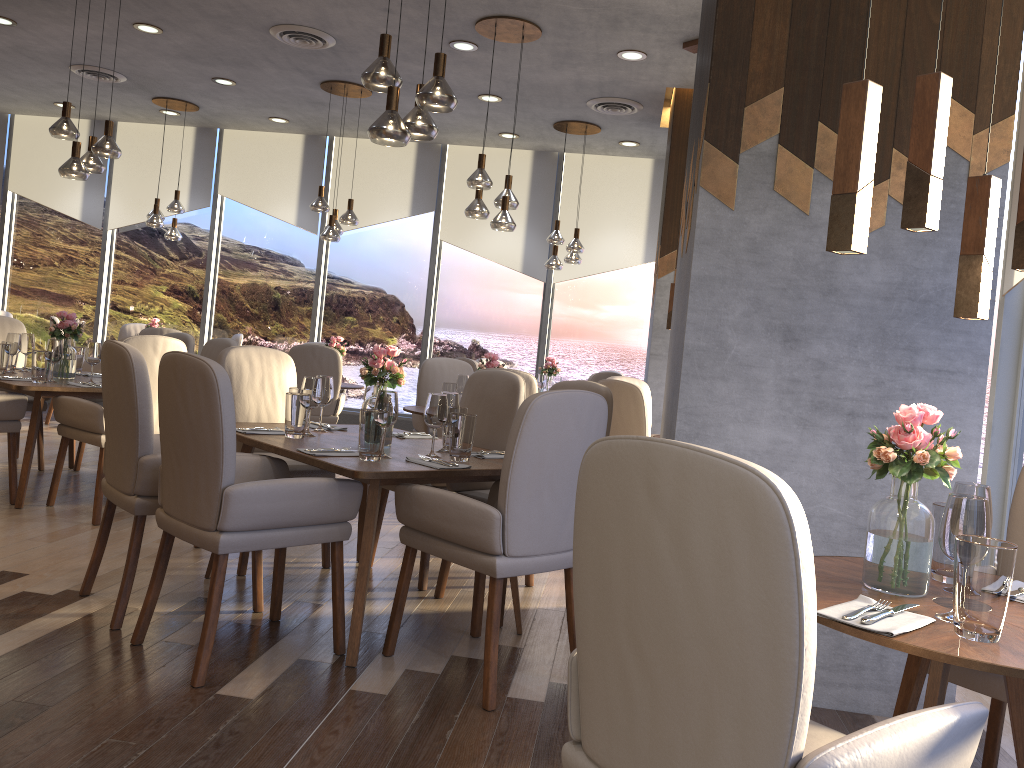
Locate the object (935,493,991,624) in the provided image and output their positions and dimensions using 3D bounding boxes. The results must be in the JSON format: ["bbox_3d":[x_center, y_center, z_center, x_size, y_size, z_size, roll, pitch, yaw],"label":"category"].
[{"bbox_3d":[0.882,0.341,1.735,0.092,0.244,0.092,6,1,-2],"label":"object"}]

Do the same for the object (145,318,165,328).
[{"bbox_3d":[-3.538,-0.447,8.749,0.198,0.415,0.210,6,1,4],"label":"object"}]

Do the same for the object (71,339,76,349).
[{"bbox_3d":[-2.892,-0.187,5.764,0.092,0.244,0.092,6,1,20],"label":"object"}]

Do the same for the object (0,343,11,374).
[{"bbox_3d":[-3.056,-0.152,5.292,0.102,0.178,0.102,5,1,-33],"label":"object"}]

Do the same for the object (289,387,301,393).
[{"bbox_3d":[-0.940,0.108,3.912,0.102,0.178,0.102,5,1,-12],"label":"object"}]

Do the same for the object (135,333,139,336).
[{"bbox_3d":[-3.637,-0.367,8.620,0.092,0.244,0.092,6,1,42],"label":"object"}]

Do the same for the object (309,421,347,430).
[{"bbox_3d":[-0.854,0.192,4.050,0.157,0.019,0.255,4,3,-38],"label":"object"}]

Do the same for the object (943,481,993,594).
[{"bbox_3d":[1.016,0.345,1.978,0.092,0.244,0.092,6,1,30],"label":"object"}]

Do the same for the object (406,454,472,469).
[{"bbox_3d":[-0.281,0.280,3.223,0.157,0.019,0.255,4,3,-43],"label":"object"}]

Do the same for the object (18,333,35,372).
[{"bbox_3d":[-3.069,-0.198,5.599,0.092,0.244,0.092,6,1,23],"label":"object"}]

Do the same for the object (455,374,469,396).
[{"bbox_3d":[-0.335,0.061,5.924,0.092,0.244,0.092,6,1,1],"label":"object"}]

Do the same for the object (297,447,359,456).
[{"bbox_3d":[-0.642,0.244,3.236,0.254,0.019,0.158,4,3,-39],"label":"object"}]

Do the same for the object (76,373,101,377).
[{"bbox_3d":[-2.744,-0.061,5.810,0.158,0.019,0.255,7,3,40],"label":"object"}]

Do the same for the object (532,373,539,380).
[{"bbox_3d":[0.207,0.025,8.236,0.092,0.244,0.092,5,1,-12],"label":"object"}]

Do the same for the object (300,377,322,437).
[{"bbox_3d":[-0.839,0.094,3.684,0.092,0.244,0.092,6,1,3],"label":"object"}]

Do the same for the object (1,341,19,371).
[{"bbox_3d":[-3.180,-0.176,5.610,0.102,0.178,0.102,5,1,-42],"label":"object"}]

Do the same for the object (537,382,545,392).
[{"bbox_3d":[0.232,0.073,7.908,0.102,0.178,0.102,5,1,-21],"label":"object"}]

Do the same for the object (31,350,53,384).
[{"bbox_3d":[-2.617,-0.095,4.925,0.102,0.178,0.102,6,1,7],"label":"object"}]

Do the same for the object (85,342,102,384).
[{"bbox_3d":[-2.458,-0.123,5.197,0.092,0.244,0.092,5,1,-27],"label":"object"}]

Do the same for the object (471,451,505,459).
[{"bbox_3d":[-0.109,0.282,3.598,0.254,0.019,0.158,4,3,-41],"label":"object"}]

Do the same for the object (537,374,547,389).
[{"bbox_3d":[0.266,0.039,8.013,0.092,0.244,0.092,5,1,-12],"label":"object"}]

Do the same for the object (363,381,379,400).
[{"bbox_3d":[-0.630,0.102,4.017,0.092,0.244,0.092,6,1,7],"label":"object"}]

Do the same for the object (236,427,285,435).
[{"bbox_3d":[-1.015,0.191,3.670,0.254,0.019,0.158,4,3,-39],"label":"object"}]

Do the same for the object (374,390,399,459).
[{"bbox_3d":[-0.467,0.147,3.249,0.092,0.244,0.092,6,1,3],"label":"object"}]

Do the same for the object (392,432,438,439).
[{"bbox_3d":[-0.477,0.229,4.036,0.254,0.019,0.158,4,3,-41],"label":"object"}]

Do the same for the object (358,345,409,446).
[{"bbox_3d":[-0.534,0.044,3.618,0.210,0.415,0.198,5,1,-16],"label":"object"}]

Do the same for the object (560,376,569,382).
[{"bbox_3d":[0.468,0.057,8.067,0.092,0.244,0.092,6,1,37],"label":"object"}]

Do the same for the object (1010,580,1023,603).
[{"bbox_3d":[1.169,0.472,1.997,0.254,0.019,0.158,4,3,-41],"label":"object"}]

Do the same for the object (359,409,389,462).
[{"bbox_3d":[-0.496,0.182,3.144,0.102,0.178,0.102,5,1,-13],"label":"object"}]

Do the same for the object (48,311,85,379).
[{"bbox_3d":[-2.733,-0.240,5.417,0.210,0.415,0.198,5,1,-36],"label":"object"}]

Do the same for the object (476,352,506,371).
[{"bbox_3d":[-0.149,-0.006,5.898,0.210,0.415,0.198,5,1,-36],"label":"object"}]

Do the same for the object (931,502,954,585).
[{"bbox_3d":[1.037,0.376,2.085,0.102,0.178,0.102,5,1,-34],"label":"object"}]

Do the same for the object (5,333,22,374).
[{"bbox_3d":[-3.044,-0.188,5.401,0.092,0.244,0.092,6,1,-1],"label":"object"}]

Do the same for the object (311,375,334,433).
[{"bbox_3d":[-0.832,0.087,3.883,0.092,0.244,0.092,6,1,9],"label":"object"}]

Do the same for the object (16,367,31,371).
[{"bbox_3d":[-3.118,-0.096,5.761,0.255,0.019,0.157,8,3,42],"label":"object"}]

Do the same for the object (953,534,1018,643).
[{"bbox_3d":[0.862,0.376,1.627,0.102,0.178,0.102,5,1,-8],"label":"object"}]

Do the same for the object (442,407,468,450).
[{"bbox_3d":[-0.242,0.186,3.686,0.102,0.178,0.102,5,1,-34],"label":"object"}]

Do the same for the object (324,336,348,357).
[{"bbox_3d":[-1.527,-0.207,7.620,0.210,0.415,0.198,5,1,-21],"label":"object"}]

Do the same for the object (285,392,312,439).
[{"bbox_3d":[-0.869,0.128,3.578,0.102,0.178,0.102,6,1,-3],"label":"object"}]

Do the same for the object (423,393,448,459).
[{"bbox_3d":[-0.295,0.159,3.387,0.092,0.244,0.092,6,1,27],"label":"object"}]

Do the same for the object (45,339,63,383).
[{"bbox_3d":[-2.605,-0.131,5.034,0.092,0.244,0.092,6,1,-7],"label":"object"}]

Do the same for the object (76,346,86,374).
[{"bbox_3d":[-2.889,-0.158,5.873,0.102,0.178,0.102,5,1,-34],"label":"object"}]

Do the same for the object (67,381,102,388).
[{"bbox_3d":[-2.418,0.000,5.040,0.255,0.019,0.157,7,3,38],"label":"object"}]

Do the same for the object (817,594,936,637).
[{"bbox_3d":[0.708,0.438,1.706,0.254,0.019,0.158,3,3,-44],"label":"object"}]

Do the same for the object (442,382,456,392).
[{"bbox_3d":[-0.428,0.082,5.986,0.102,0.178,0.102,5,1,-13],"label":"object"}]

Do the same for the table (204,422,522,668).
[{"bbox_3d":[-0.605,0.576,3.640,0.963,0.665,1.309,4,2,-42],"label":"table"}]

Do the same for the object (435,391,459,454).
[{"bbox_3d":[-0.263,0.155,3.579,0.092,0.244,0.092,5,1,-15],"label":"object"}]

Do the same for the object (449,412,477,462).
[{"bbox_3d":[-0.191,0.203,3.367,0.102,0.178,0.102,6,1,43],"label":"object"}]

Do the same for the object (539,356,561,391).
[{"bbox_3d":[0.346,-0.045,8.158,0.210,0.415,0.197,6,1,44],"label":"object"}]

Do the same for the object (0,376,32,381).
[{"bbox_3d":[-2.776,-0.033,4.993,0.158,0.019,0.255,7,3,41],"label":"object"}]

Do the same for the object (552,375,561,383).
[{"bbox_3d":[0.411,0.042,8.289,0.092,0.244,0.092,6,1,9],"label":"object"}]

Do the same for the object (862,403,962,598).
[{"bbox_3d":[0.866,0.246,1.935,0.210,0.415,0.198,5,1,-16],"label":"object"}]
